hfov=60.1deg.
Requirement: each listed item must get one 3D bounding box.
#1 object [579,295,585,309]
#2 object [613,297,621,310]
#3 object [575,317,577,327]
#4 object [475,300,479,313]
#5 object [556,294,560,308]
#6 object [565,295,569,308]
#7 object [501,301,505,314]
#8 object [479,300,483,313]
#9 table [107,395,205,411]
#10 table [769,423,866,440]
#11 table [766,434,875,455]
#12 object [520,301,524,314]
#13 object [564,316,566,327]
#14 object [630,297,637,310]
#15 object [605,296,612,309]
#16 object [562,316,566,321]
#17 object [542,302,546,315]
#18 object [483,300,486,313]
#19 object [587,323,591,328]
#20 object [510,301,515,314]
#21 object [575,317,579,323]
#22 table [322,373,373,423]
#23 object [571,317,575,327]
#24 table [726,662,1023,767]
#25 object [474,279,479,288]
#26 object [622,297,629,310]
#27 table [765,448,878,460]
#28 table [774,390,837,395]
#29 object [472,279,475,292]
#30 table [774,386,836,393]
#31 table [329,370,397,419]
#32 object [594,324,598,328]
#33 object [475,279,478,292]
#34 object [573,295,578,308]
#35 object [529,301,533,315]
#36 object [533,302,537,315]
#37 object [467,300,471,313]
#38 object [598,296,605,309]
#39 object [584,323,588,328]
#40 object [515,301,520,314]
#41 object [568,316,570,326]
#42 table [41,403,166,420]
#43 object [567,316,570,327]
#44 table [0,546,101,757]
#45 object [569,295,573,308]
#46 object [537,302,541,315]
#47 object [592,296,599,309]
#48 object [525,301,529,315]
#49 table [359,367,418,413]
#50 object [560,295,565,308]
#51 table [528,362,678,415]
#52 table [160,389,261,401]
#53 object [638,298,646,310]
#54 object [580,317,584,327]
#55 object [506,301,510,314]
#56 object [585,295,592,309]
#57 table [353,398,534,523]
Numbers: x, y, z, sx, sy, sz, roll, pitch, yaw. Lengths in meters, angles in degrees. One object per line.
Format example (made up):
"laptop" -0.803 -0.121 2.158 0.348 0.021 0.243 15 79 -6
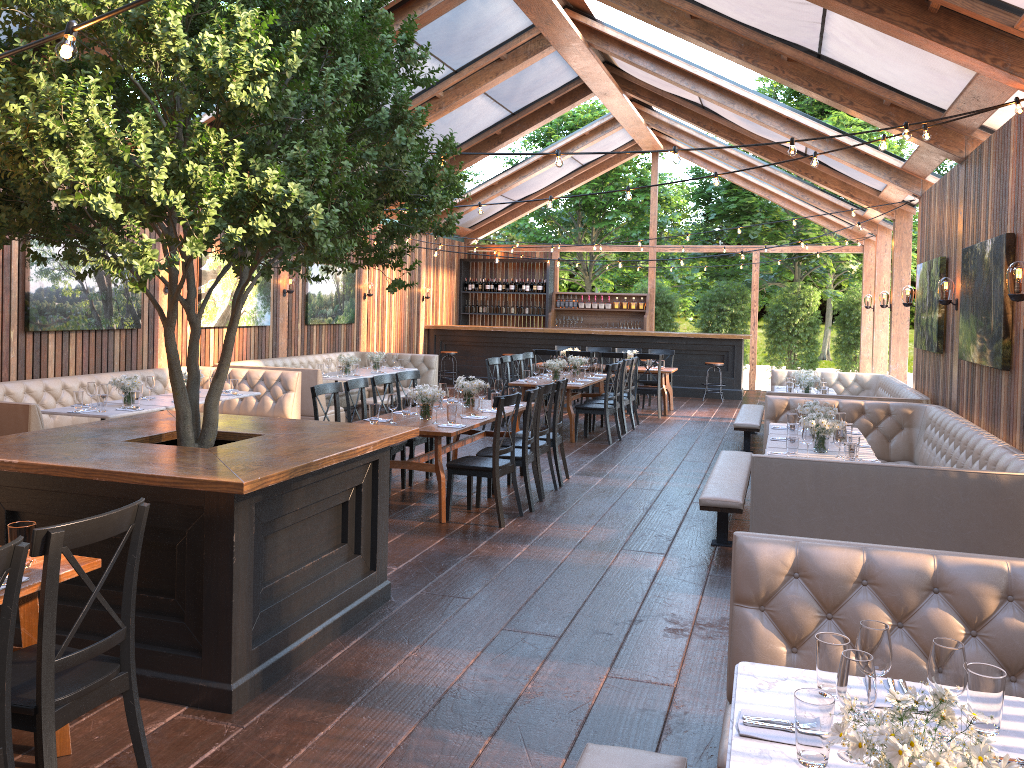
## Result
"object" 1.629 -1.907 20.575 0.138 0.310 0.138 2 2 22
"object" 2.408 -1.854 20.330 0.176 0.288 0.109 2 2 12
"object" 1.508 -1.446 20.609 0.092 0.244 0.092 1 2 -8
"object" -0.831 -1.843 21.081 0.094 0.308 0.094 3 2 44
"object" 1.097 -1.941 20.755 0.094 0.318 0.094 2 2 17
"object" 1.294 -1.931 20.698 0.094 0.318 0.094 2 2 12
"object" -0.218 -1.805 20.813 0.094 0.308 0.094 1 2 -1
"object" -0.741 -1.838 21.051 0.094 0.308 0.094 2 2 15
"table" -3.601 0.504 9.085 0.799 0.671 0.800 2 4 17
"table" 2.727 0.755 7.992 0.799 0.671 0.800 2 4 16
"table" 2.487 0.818 7.213 0.799 0.671 0.800 2 4 17
"object" 0.230 -1.783 20.692 0.094 0.308 0.094 1 2 -18
"object" 1.216 -1.461 20.695 0.092 0.244 0.092 1 2 -8
"object" 2.774 -1.834 20.199 0.176 0.288 0.109 2 2 12
"object" 2.228 -1.877 20.396 0.138 0.310 0.138 2 2 22
"object" 1.202 -1.453 20.596 0.092 0.244 0.092 3 2 37
"object" 0.747 -1.760 20.571 0.094 0.308 0.094 3 2 43
"object" -0.652 -1.835 21.039 0.094 0.308 0.094 1 2 -19
"object" 1.781 -1.346 20.392 0.124 0.096 0.124 3 4 28
"object" 0.013 -1.795 20.771 0.094 0.308 0.094 2 2 15
"object" 1.510 -1.436 20.491 0.092 0.244 0.092 1 2 -8
"table" -2.511 0.220 12.624 0.799 0.671 0.800 2 4 16
"object" 1.416 -1.442 20.531 0.092 0.244 0.092 1 2 -8
"table" 0.943 1.220 2.198 0.799 0.671 0.800 2 4 16
"object" -0.864 -2.360 21.135 0.136 0.315 0.136 1 2 -21
"object" 2.601 -1.847 20.294 0.176 0.288 0.109 2 2 22
"table" 2.246 0.880 6.433 0.799 0.671 0.800 2 4 16
"table" 3.817 0.471 11.532 0.799 0.671 0.800 2 4 17
"object" -0.919 -2.350 21.038 0.077 0.306 0.077 2 2 33
"table" 4.057 0.408 12.311 0.799 0.671 0.800 2 4 16
"table" -2.271 0.157 13.404 0.799 0.671 0.800 2 4 17
"object" 1.941 -1.343 20.402 0.124 0.096 0.124 2 4 6
"object" -0.840 -2.346 20.992 0.077 0.309 0.077 1 1 -4
"object" 1.486 -1.919 20.621 0.094 0.318 0.094 2 2 27
"object" 0.451 -1.775 20.668 0.094 0.308 0.094 3 2 38
"object" 0.542 -1.768 20.610 0.094 0.308 0.094 2 2 13
"object" -1.025 -1.849 21.092 0.094 0.308 0.094 2 2 22
"object" 2.070 -1.883 20.423 0.138 0.310 0.138 2 2 12
"object" 1.728 -1.361 20.542 0.124 0.096 0.124 3 4 28
"object" 0.130 -1.791 20.761 0.094 0.308 0.094 3 2 44
"object" 1.319 -1.457 20.681 0.092 0.244 0.092 3 2 37
"table" -3.841 0.566 8.305 0.799 0.671 0.800 2 4 16
"object" 1.308 -1.446 20.556 0.092 0.244 0.092 3 2 37
"table" -2.377 1.097 2.344 0.951 0.728 2.437 3 5 17
"object" 1.381 -1.923 20.635 0.094 0.318 0.094 2 2 12
"object" 0.638 -1.762 20.567 0.094 0.308 0.094 2 2 18
"object" 1.928 -1.891 20.473 0.138 0.310 0.138 2 2 22
"object" 0.341 -1.780 20.685 0.094 0.308 0.094 1 2 -19
"table" -2.031 0.095 14.184 0.799 0.671 0.800 2 4 16
"object" 1.188 -1.934 20.698 0.094 0.318 0.094 2 2 32
"table" 1.562 0.063 15.222 2.432 0.728 0.952 3 4 17
"table" -3.361 0.441 9.864 0.799 0.671 0.800 2 4 16
"object" 2.962 -1.827 20.177 0.176 0.288 0.109 2 2 22
"object" 1.614 -1.431 20.468 0.092 0.244 0.092 1 2 -8
"object" -0.097 -1.803 20.824 0.094 0.308 0.094 2 2 17
"object" 1.778 -1.899 20.525 0.138 0.310 0.138 2 2 17
"table" -0.575 0.627 8.198 0.951 0.728 2.437 3 5 17
